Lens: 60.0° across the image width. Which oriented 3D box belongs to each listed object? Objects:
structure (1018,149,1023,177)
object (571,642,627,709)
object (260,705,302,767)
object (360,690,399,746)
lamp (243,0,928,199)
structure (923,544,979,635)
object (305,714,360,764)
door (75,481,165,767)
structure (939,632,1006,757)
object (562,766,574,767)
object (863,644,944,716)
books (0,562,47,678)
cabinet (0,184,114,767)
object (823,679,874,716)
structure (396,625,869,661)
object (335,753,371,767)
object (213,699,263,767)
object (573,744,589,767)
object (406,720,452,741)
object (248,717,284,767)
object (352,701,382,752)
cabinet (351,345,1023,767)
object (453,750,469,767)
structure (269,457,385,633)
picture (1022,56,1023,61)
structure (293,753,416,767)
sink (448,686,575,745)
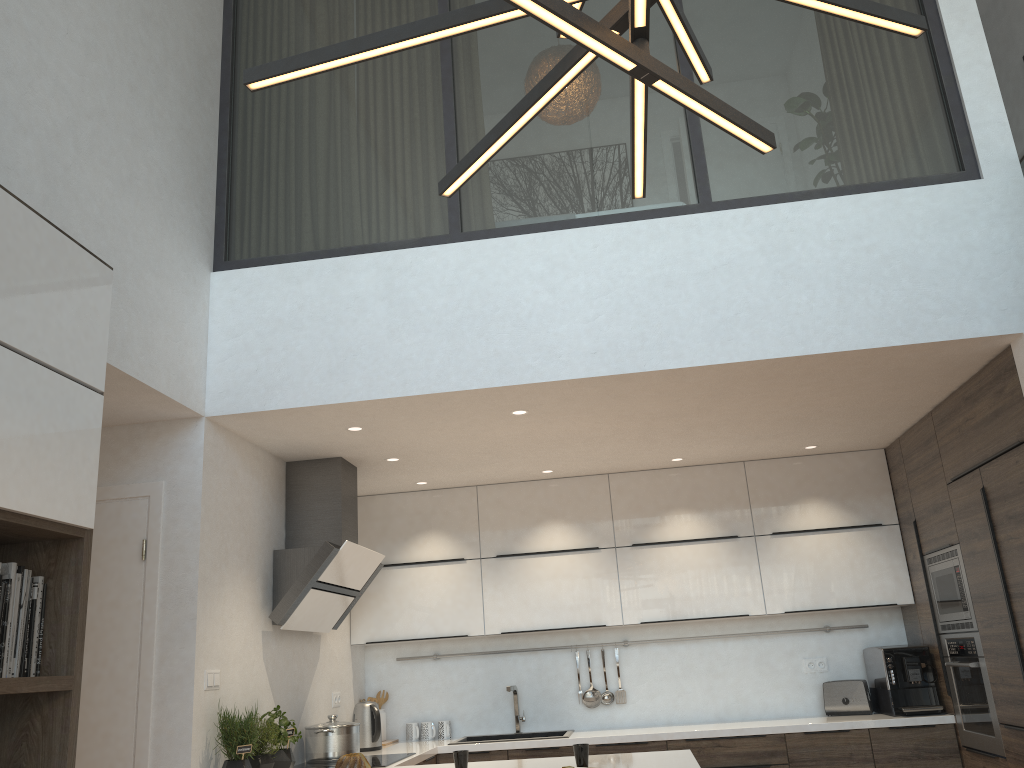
[{"bbox_3d":[2.725,0.172,1.909,1.289,3.460,5.660,-6,-18,6],"label":"structure"},{"bbox_3d":[0.550,1.849,5.631,0.320,0.389,0.069,-6,-18,7],"label":"object"},{"bbox_3d":[-1.073,1.638,4.070,0.179,0.311,0.172,-9,-18,16],"label":"object"},{"bbox_3d":[-0.865,2.102,5.589,0.221,0.316,0.330,-6,-18,6],"label":"object"},{"bbox_3d":[0.053,-2.137,1.709,1.200,3.645,0.831,-9,-18,16],"label":"lamp"},{"bbox_3d":[2.534,1.073,4.662,0.459,0.430,0.595,-6,-18,6],"label":"structure"},{"bbox_3d":[-0.939,1.851,4.647,0.315,0.223,0.288,11,-23,-40],"label":"object"},{"bbox_3d":[-1.922,1.487,3.589,0.974,2.136,0.085,-6,-18,6],"label":"door"},{"bbox_3d":[2.549,1.551,4.513,0.495,0.570,0.595,-6,-18,6],"label":"structure"},{"bbox_3d":[-0.054,1.514,3.465,0.597,0.039,0.064,-5,-18,2],"label":"object"},{"bbox_3d":[2.279,1.721,5.173,0.274,0.378,0.532,-6,-18,6],"label":"object"},{"bbox_3d":[-1.361,0.595,2.212,0.201,0.287,0.332,-6,-18,6],"label":"books"},{"bbox_3d":[-1.546,0.262,0.426,0.338,2.494,4.036,-6,-18,6],"label":"cabinet"},{"bbox_3d":[2.010,1.880,5.319,0.260,0.195,0.177,-13,-19,25],"label":"object"},{"bbox_3d":[0.728,1.659,5.673,3.000,0.045,0.050,-6,-18,6],"label":"structure"},{"bbox_3d":[-0.684,1.630,3.782,0.155,0.101,0.161,-5,-18,2],"label":"object"},{"bbox_3d":[-1.138,1.491,3.688,0.186,0.367,0.196,-6,-18,6],"label":"object"},{"bbox_3d":[0.278,1.487,3.535,0.066,0.093,0.066,2,-19,-19],"label":"object"},{"bbox_3d":[-0.531,2.205,5.638,0.297,0.105,0.112,-6,-18,8],"label":"object"},{"bbox_3d":[-1.104,1.594,3.881,0.221,0.283,0.211,-10,-19,19],"label":"object"},{"bbox_3d":[-0.850,1.993,5.173,0.179,0.270,0.220,-2,-18,-6],"label":"object"},{"bbox_3d":[0.606,1.458,4.516,3.495,2.401,2.401,-6,-18,6],"label":"cabinet"},{"bbox_3d":[-0.207,1.547,3.616,0.066,0.093,0.066,-19,-23,40],"label":"object"},{"bbox_3d":[-0.985,0.821,4.832,0.407,0.998,0.898,-6,-18,6],"label":"structure"},{"bbox_3d":[3.468,-2.074,5.802,0.025,0.410,0.333,-6,-18,6],"label":"picture"},{"bbox_3d":[-0.824,1.908,4.471,0.550,0.006,0.609,-6,-18,6],"label":"structure"},{"bbox_3d":[0.007,2.097,5.347,0.706,0.518,0.512,-6,-18,6],"label":"sink"}]
